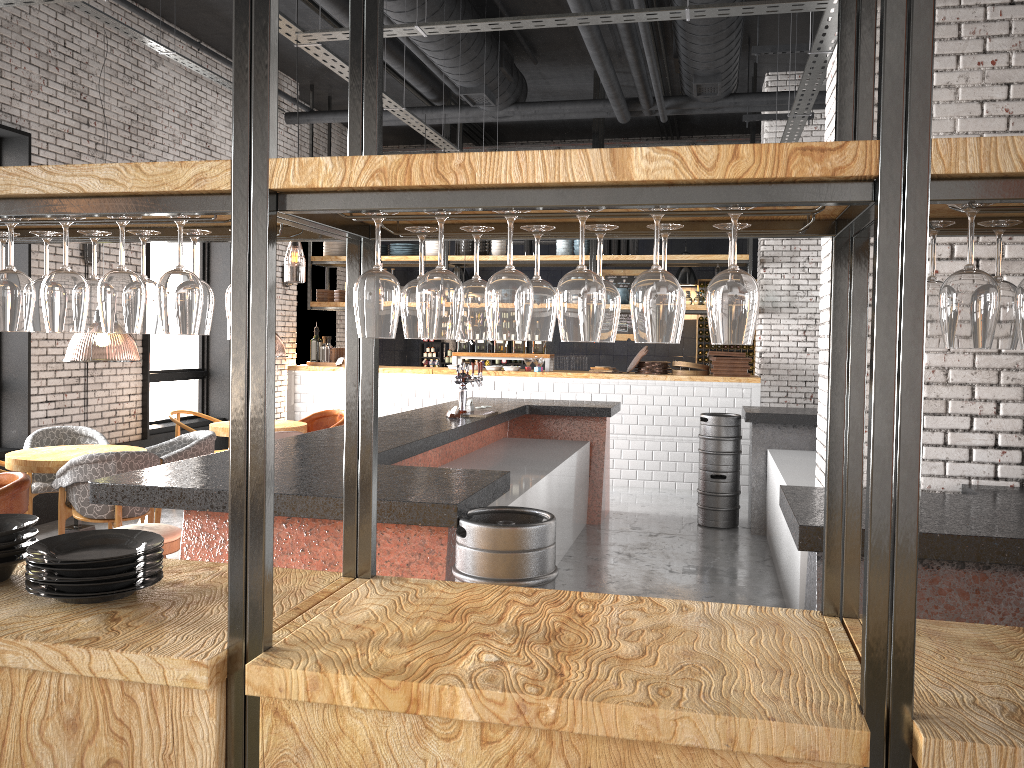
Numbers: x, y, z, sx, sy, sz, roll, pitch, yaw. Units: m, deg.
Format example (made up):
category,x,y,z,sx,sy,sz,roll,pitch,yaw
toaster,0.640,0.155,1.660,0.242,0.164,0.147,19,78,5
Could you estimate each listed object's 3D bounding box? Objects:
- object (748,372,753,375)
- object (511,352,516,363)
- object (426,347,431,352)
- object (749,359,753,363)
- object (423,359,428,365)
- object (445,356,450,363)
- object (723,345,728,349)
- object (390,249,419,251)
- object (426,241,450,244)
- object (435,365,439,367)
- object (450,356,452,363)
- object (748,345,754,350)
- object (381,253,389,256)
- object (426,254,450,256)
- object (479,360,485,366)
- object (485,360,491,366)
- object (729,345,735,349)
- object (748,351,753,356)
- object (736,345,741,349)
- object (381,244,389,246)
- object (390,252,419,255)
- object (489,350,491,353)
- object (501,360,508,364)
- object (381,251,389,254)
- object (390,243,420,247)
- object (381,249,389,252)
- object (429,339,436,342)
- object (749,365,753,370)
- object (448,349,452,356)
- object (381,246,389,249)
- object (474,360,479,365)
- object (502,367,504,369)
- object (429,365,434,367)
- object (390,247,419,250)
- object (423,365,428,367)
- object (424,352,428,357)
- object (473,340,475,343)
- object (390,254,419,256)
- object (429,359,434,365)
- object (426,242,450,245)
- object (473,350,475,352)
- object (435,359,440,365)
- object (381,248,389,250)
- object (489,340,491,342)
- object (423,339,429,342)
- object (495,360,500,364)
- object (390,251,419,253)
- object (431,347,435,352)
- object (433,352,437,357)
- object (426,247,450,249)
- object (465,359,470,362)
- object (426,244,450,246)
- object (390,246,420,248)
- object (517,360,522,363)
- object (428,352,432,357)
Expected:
category,x,y,z,sx,sy,sz,roll,pitch,yaw
object,3.654,-0.145,13.590,0.079,0.079,0.281,2,3,13
object,0.031,-0.486,14.500,0.079,0.280,0.079,2,2,31
object,-1.394,-0.576,14.808,0.071,0.083,0.071,3,3,38
object,3.654,-0.354,13.569,0.079,0.079,0.281,2,3,13
object,-1.457,-0.377,14.839,0.119,0.111,0.085,0,2,-28
object,-1.071,-0.410,14.736,0.076,0.111,0.076,1,2,-12
object,3.290,-0.575,13.646,0.079,0.079,0.281,2,3,13
object,-1.389,-1.751,11.730,0.454,0.038,0.454,2,3,14
object,-0.977,-1.843,11.635,0.335,0.044,0.335,0,3,-17
object,-1.250,-0.270,14.797,0.092,0.112,0.100,1,2,-1
object,-0.991,-0.408,14.719,0.076,0.111,0.076,2,2,18
object,3.658,-0.564,13.563,0.079,0.079,0.281,2,3,13
object,-1.868,-1.718,11.839,0.454,0.043,0.454,2,3,15
object,-0.980,-1.671,11.639,0.335,0.033,0.335,-1,4,-39
object,-0.493,-0.347,14.621,0.092,0.108,0.105,2,2,24
object,-0.388,-0.344,14.597,0.088,0.108,0.107,0,2,-27
object,3.385,-0.573,13.641,0.079,0.079,0.281,2,3,13
object,3.659,-0.460,13.581,0.079,0.079,0.281,2,3,13
object,3.474,-0.570,13.604,0.079,0.079,0.281,2,3,13
object,-1.865,-1.836,11.835,0.454,0.050,0.454,2,3,26
object,-1.390,-1.705,11.732,0.454,0.045,0.454,0,3,-13
object,-0.381,-0.493,14.600,0.100,0.139,0.088,2,2,13
object,-0.119,-0.397,14.543,0.100,0.139,0.088,2,2,13
object,-1.867,-1.742,11.839,0.454,0.044,0.454,1,3,8
object,-1.388,-1.822,11.728,0.454,0.039,0.454,3,3,32
object,-1.866,-1.765,11.838,0.454,0.038,0.454,1,3,-10
object,-1.329,-0.767,14.808,0.100,0.139,0.088,2,2,13
object,3.650,-0.249,13.563,0.079,0.079,0.281,2,3,13
object,-1.029,-0.520,14.727,0.076,0.111,0.076,1,2,8
object,-1.866,-1.813,11.836,0.454,0.047,0.454,2,3,10
object,-0.586,-0.352,14.640,0.092,0.112,0.100,1,2,-1
object,-0.125,-0.225,14.540,0.088,0.108,0.107,0,2,-27
object,-1.349,-0.268,14.830,0.090,0.101,0.111,0,3,-31
object,-1.389,-1.775,11.730,0.454,0.037,0.454,-1,3,-33
object,-1.458,-0.276,14.840,0.119,0.111,0.085,-1,3,-43
object,-1.440,-0.494,14.816,0.071,0.083,0.071,2,2,23
object,-0.594,-0.731,14.637,0.119,0.111,0.085,0,2,-18
object,-1.391,-1.680,11.732,0.454,0.033,0.454,2,3,21
object,-1.347,-0.369,14.826,0.090,0.101,0.111,0,3,-26
object,-0.977,-1.823,11.636,0.335,0.041,0.335,0,3,-18
object,-0.587,-0.499,14.647,0.100,0.139,0.088,2,2,13
object,-1.249,-0.366,14.805,0.090,0.101,0.111,0,2,-21
object,-1.866,-1.789,11.836,0.454,0.043,0.454,2,3,18
object,-0.385,-0.725,14.590,0.092,0.112,0.100,1,2,-1
object,-1.434,-0.770,14.832,0.100,0.139,0.088,2,2,13
object,-0.234,-0.385,14.547,0.076,0.111,0.076,0,2,-22
object,-1.391,-1.728,11.731,0.454,0.042,0.454,0,3,-27
object,-1.320,-0.574,14.785,0.071,0.083,0.071,-1,3,-37
object,-1.283,-0.489,14.780,0.071,0.083,0.071,3,3,38
object,-0.979,-1.769,11.636,0.334,0.040,0.335,-1,3,-33
object,-0.740,-0.509,14.676,0.079,0.280,0.079,0,2,-19
object,-0.979,-1.804,11.635,0.334,0.043,0.335,1,3,-4
object,-1.389,-1.799,11.727,0.454,0.050,0.454,0,3,-12
object,0.120,-0.484,14.483,0.079,0.280,0.079,2,2,16
object,-1.363,-0.492,14.799,0.071,0.083,0.071,1,2,3
